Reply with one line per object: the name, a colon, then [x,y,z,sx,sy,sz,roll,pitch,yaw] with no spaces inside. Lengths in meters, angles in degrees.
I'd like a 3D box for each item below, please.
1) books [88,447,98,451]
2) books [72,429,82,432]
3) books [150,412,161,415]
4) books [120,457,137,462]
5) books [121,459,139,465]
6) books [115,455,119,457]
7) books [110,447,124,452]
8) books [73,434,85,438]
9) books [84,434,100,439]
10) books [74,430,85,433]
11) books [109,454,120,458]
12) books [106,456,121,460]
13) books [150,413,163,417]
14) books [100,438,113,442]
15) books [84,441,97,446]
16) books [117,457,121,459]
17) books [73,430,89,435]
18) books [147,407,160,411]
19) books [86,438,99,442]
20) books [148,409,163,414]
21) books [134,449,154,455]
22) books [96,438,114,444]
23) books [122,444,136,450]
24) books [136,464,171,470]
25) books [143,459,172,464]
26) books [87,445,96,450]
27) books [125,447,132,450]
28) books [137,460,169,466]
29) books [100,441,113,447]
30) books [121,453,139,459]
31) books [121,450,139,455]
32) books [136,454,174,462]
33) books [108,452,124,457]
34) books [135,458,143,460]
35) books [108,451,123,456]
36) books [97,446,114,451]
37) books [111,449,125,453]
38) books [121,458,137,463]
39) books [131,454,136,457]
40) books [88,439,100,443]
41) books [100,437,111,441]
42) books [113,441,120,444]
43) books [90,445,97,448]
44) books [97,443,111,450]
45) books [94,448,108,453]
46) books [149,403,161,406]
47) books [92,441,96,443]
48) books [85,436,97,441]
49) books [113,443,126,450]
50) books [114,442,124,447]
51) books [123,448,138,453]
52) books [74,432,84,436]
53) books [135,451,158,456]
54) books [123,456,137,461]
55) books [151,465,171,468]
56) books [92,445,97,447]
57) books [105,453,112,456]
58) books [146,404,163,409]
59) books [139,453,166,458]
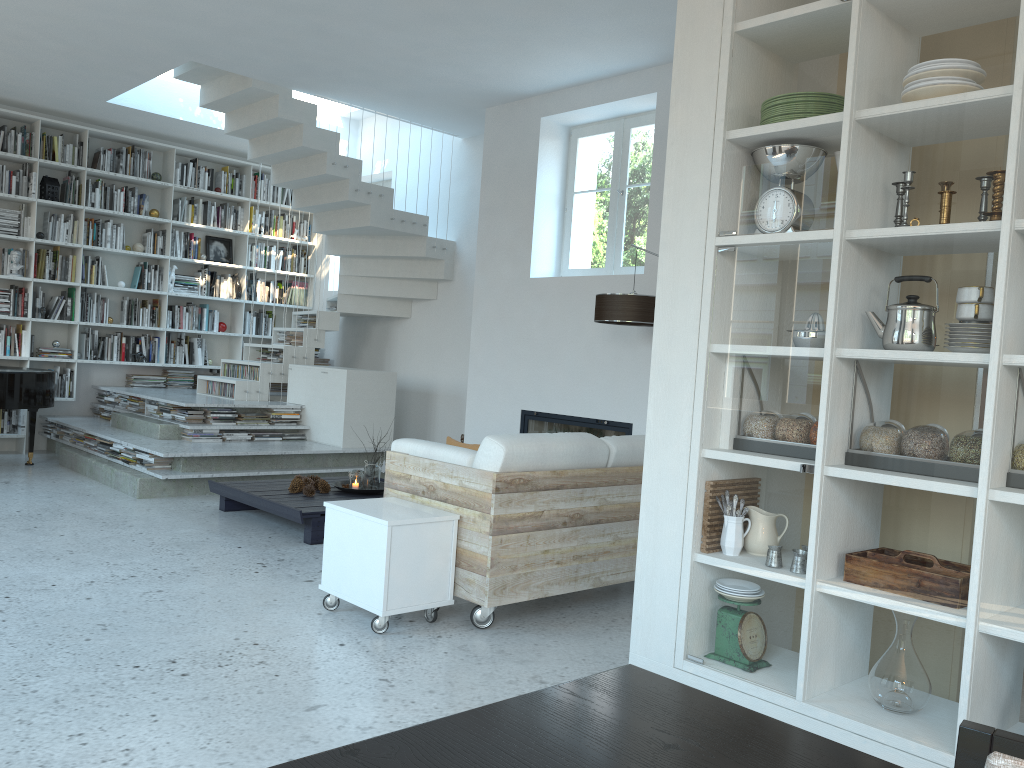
books: [-3.543,0.557,7.657,0.147,0.008,0.236,2,2,-44]
books: [-3.766,0.409,7.860,0.224,0.005,0.193,5,2,43]
books: [-3.130,0.265,7.963,0.136,0.013,0.258,3,2,-43]
books: [-2.937,0.592,6.971,0.191,0.006,0.275,3,2,-41]
books: [-2.941,0.612,6.969,0.191,0.016,0.208,3,2,-38]
books: [-3.132,0.578,7.200,0.159,0.009,0.275,3,2,-40]
books: [-3.134,0.528,7.193,0.182,0.017,0.180,5,2,44]
books: [-3.761,0.458,7.869,0.241,0.009,0.169,5,2,43]
books: [-3.551,0.453,7.640,0.249,0.012,0.179,5,2,44]
books: [-3.756,0.417,7.870,0.174,0.011,0.227,2,2,-44]
books: [-3.133,0.585,7.199,0.171,0.005,0.297,2,2,-44]
books: [-3.146,0.598,7.189,0.224,0.005,0.193,5,2,43]
books: [-3.138,0.279,7.958,0.132,0.016,0.262,3,2,-38]
books: [-3.327,0.466,7.425,0.157,0.007,0.268,3,2,-43]
books: [-3.553,0.510,7.644,0.182,0.013,0.287,3,2,-42]
books: [-3.131,0.592,7.203,0.147,0.008,0.236,3,2,-38]
books: [-3.759,0.431,7.869,0.252,0.015,0.171,5,2,44]
books: [-3.149,0.226,7.942,0.178,0.015,0.187,3,2,-38]
books: [-3.544,0.478,7.648,0.169,0.009,0.241,3,2,-43]
books: [-3.142,0.246,7.951,0.167,0.024,0.192,3,2,-42]
books: [-2.726,0.513,6.742,0.256,0.014,0.192,5,2,43]
books: [-3.338,0.476,7.416,0.280,0.014,0.170,5,2,44]
books: [-2.928,0.491,6.969,0.182,0.016,0.256,3,2,-40]
books: [-2.728,0.631,6.752,0.184,0.017,0.230,3,2,-41]
books: [-2.706,0.582,6.768,0.137,0.019,0.224,3,2,-42]
books: [-3.554,0.548,7.647,0.161,0.008,0.254,3,2,-38]
books: [-2.929,0.504,6.970,0.178,0.010,0.195,3,2,-38]
books: [-2.731,0.599,6.747,0.187,0.017,0.205,3,2,-38]
books: [-3.330,0.501,7.426,0.239,0.017,0.142,5,2,43]
books: [-2.933,0.562,6.971,0.191,0.015,0.246,3,2,-42]
books: [-2.930,0.538,6.972,0.281,0.013,0.168,5,2,42]
books: [-2.719,0.559,6.753,0.287,0.027,0.156,5,2,42]
books: [-3.135,0.569,7.196,0.180,0.008,0.267,2,2,-44]
books: [-2.919,0.577,6.986,0.154,0.014,0.196,3,2,-43]
books: [-3.139,0.559,7.191,0.189,0.013,0.215,2,2,-45]
books: [-3.342,0.539,7.419,0.177,0.011,0.220,3,2,-41]
books: [-3.133,0.539,7.195,0.171,0.007,0.260,3,2,-40]
books: [-2.933,0.600,6.975,0.178,0.009,0.276,2,2,-45]
books: [-2.923,0.553,6.980,0.150,0.004,0.290,3,2,-39]
books: [-3.542,0.486,7.652,0.155,0.009,0.297,3,2,-42]
books: [-3.329,0.459,7.423,0.160,0.008,0.239,3,2,-42]
books: [-3.121,0.472,7.199,0.157,0.014,0.215,3,2,-41]
books: [-3.538,0.542,7.661,0.128,0.005,0.296,3,2,-41]
books: [-3.340,0.521,7.419,0.243,0.025,0.160,5,2,42]
books: [-3.351,0.557,7.413,0.189,0.009,0.290,3,2,-40]
books: [-3.134,0.181,7.951,0.208,0.017,0.145,5,2,42]
books: [-3.536,0.498,7.658,0.140,0.013,0.180,3,2,-42]
books: [-3.549,0.466,7.642,0.235,0.014,0.165,5,2,42]
books: [-3.122,0.506,7.202,0.222,0.028,0.141,5,2,42]
books: [-3.122,0.486,7.200,0.139,0.013,0.288,3,2,-38]
books: [-2.923,0.520,6.977,0.175,0.006,0.251,3,2,-43]
books: [-3.765,0.446,7.864,0.182,0.016,0.198,3,2,-38]
books: [-2.722,0.525,6.747,0.266,0.010,0.176,5,2,43]
books: [-2.925,0.587,6.981,0.170,0.006,0.268,3,2,-43]
books: [-2.705,0.616,6.772,0.132,0.014,0.205,3,2,-43]
books: [-3.536,0.535,7.662,0.132,0.009,0.269,3,2,-42]
books: [-3.337,0.575,7.428,0.142,0.012,0.291,3,2,-39]
books: [-3.143,0.204,7.945,0.174,0.029,0.250,2,2,-45]
books: [-2.718,0.538,6.752,0.165,0.015,0.243,3,2,-39]
